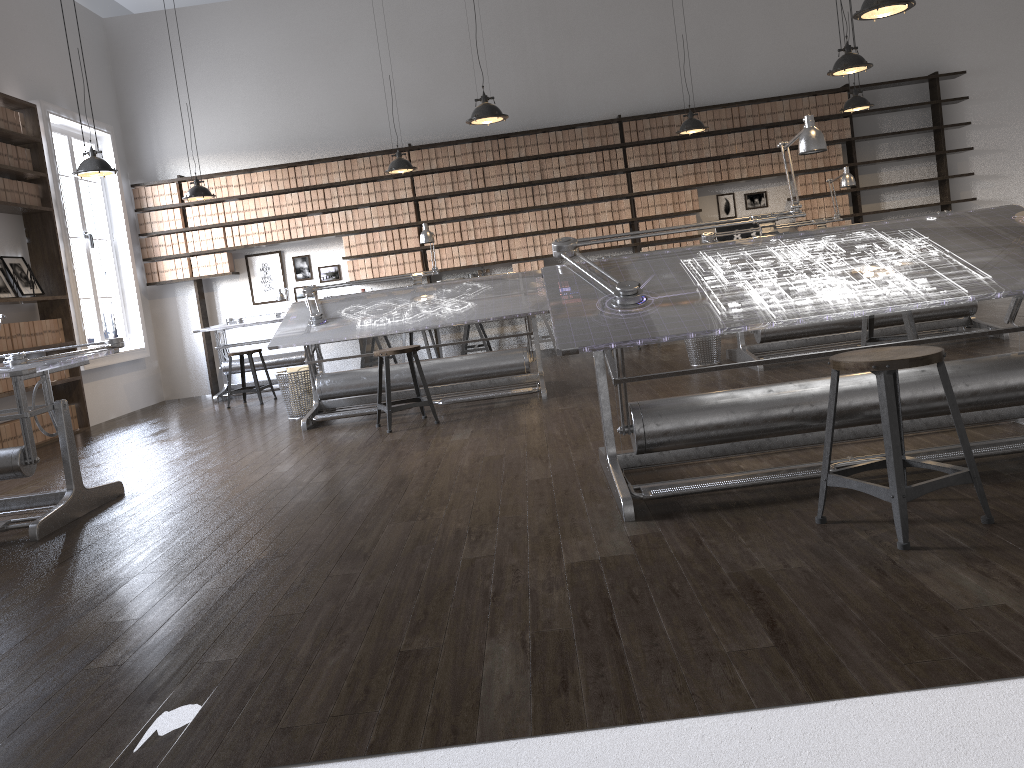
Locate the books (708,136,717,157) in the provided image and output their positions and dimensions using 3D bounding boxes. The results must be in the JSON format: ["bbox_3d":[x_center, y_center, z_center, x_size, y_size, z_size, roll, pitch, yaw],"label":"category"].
[{"bbox_3d":[2.192,-2.597,9.732,0.067,0.225,0.175,-7,5,2],"label":"books"}]

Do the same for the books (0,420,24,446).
[{"bbox_3d":[-4.119,0.422,7.308,0.174,0.225,0.067,-7,4,1],"label":"books"}]

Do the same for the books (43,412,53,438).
[{"bbox_3d":[-4.113,0.371,7.716,0.174,0.225,0.067,-7,4,1],"label":"books"}]

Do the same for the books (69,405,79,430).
[{"bbox_3d":[-4.106,0.317,8.153,0.174,0.225,0.067,-7,4,1],"label":"books"}]

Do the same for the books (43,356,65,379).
[{"bbox_3d":[-4.172,-0.147,8.039,0.174,0.225,0.067,-7,4,1],"label":"books"}]

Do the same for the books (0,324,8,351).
[{"bbox_3d":[-4.223,-0.364,7.202,0.174,0.225,0.067,-7,4,1],"label":"books"}]

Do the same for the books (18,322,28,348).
[{"bbox_3d":[-4.217,-0.401,7.498,0.174,0.225,0.067,-7,4,1],"label":"books"}]

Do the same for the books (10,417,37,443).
[{"bbox_3d":[-4.112,0.404,7.448,0.174,0.225,0.067,-7,4,1],"label":"books"}]

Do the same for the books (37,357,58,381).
[{"bbox_3d":[-4.168,-0.131,7.900,0.174,0.225,0.067,-7,4,1],"label":"books"}]

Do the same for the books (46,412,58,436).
[{"bbox_3d":[-4.112,0.363,7.787,0.174,0.225,0.067,-7,4,1],"label":"books"}]

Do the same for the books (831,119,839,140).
[{"bbox_3d":[3.515,-2.770,9.702,0.067,0.225,0.175,-7,5,2],"label":"books"}]

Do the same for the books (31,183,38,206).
[{"bbox_3d":[-4.374,-1.677,7.949,0.174,0.225,0.067,-7,4,1],"label":"books"}]

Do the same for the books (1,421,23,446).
[{"bbox_3d":[-4.113,0.430,7.238,0.174,0.225,0.067,-7,4,1],"label":"books"}]

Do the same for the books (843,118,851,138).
[{"bbox_3d":[3.643,-2.787,9.702,0.066,0.225,0.175,-7,5,2],"label":"books"}]

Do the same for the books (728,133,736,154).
[{"bbox_3d":[2.400,-2.625,9.729,0.066,0.225,0.175,-7,5,2],"label":"books"}]

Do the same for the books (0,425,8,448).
[{"bbox_3d":[-4.117,0.455,7.037,0.174,0.225,0.067,-7,4,1],"label":"books"}]

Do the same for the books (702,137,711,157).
[{"bbox_3d":[2.120,-2.588,9.735,0.066,0.225,0.175,-7,5,2],"label":"books"}]

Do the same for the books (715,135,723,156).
[{"bbox_3d":[2.261,-2.607,9.734,0.066,0.225,0.175,-7,5,2],"label":"books"}]

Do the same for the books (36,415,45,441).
[{"bbox_3d":[-4.113,0.388,7.583,0.174,0.225,0.067,-7,4,1],"label":"books"}]

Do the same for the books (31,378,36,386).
[{"bbox_3d":[-4.179,-0.088,7.559,0.174,0.225,0.067,-7,4,1],"label":"books"}]

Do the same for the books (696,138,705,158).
[{"bbox_3d":[2.057,-2.580,9.738,0.066,0.225,0.175,-7,5,2],"label":"books"}]

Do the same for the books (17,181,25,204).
[{"bbox_3d":[-4.376,-1.653,7.748,0.174,0.225,0.067,-7,4,1],"label":"books"}]

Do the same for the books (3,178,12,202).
[{"bbox_3d":[-4.376,-1.627,7.538,0.174,0.225,0.067,-7,4,1],"label":"books"}]

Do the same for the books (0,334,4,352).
[{"bbox_3d":[-4.219,-0.357,7.139,0.174,0.225,0.067,-7,4,1],"label":"books"}]

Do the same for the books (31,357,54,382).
[{"bbox_3d":[-4.173,-0.122,7.834,0.174,0.225,0.067,-7,4,1],"label":"books"}]

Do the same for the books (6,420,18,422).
[{"bbox_3d":[-4.116,0.413,7.377,0.174,0.225,0.067,-7,4,1],"label":"books"}]

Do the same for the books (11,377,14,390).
[{"bbox_3d":[-4.180,-0.054,7.282,0.174,0.225,0.067,-7,4,1],"label":"books"}]

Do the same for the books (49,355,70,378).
[{"bbox_3d":[-4.167,-0.157,8.109,0.174,0.225,0.067,-7,4,1],"label":"books"}]

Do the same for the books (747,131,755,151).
[{"bbox_3d":[2.606,-2.652,9.726,0.066,0.225,0.175,-7,5,2],"label":"books"}]

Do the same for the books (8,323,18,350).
[{"bbox_3d":[-4.218,-0.383,7.352,0.174,0.225,0.067,-7,4,1],"label":"books"}]

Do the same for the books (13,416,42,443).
[{"bbox_3d":[-4.113,0.395,7.520,0.174,0.225,0.067,-7,4,1],"label":"books"}]

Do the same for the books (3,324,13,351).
[{"bbox_3d":[-4.224,-0.373,7.278,0.174,0.225,0.067,-7,4,1],"label":"books"}]

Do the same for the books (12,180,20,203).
[{"bbox_3d":[-4.380,-1.643,7.678,0.174,0.225,0.067,-7,4,1],"label":"books"}]

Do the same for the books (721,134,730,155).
[{"bbox_3d":[2.330,-2.616,9.734,0.066,0.225,0.175,-7,5,2],"label":"books"}]

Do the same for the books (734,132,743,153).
[{"bbox_3d":[2.471,-2.634,9.724,0.066,0.225,0.175,-7,5,2],"label":"books"}]

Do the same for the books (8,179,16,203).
[{"bbox_3d":[-4.379,-1.635,7.609,0.174,0.225,0.067,-7,4,1],"label":"books"}]

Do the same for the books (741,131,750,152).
[{"bbox_3d":[2.543,-2.643,9.723,0.067,0.225,0.175,-7,5,2],"label":"books"}]

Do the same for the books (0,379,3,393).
[{"bbox_3d":[-4.181,-0.028,7.068,0.174,0.225,0.067,-7,4,1],"label":"books"}]

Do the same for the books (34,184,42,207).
[{"bbox_3d":[-4.374,-1.686,8.019,0.174,0.225,0.067,-7,4,1],"label":"books"}]

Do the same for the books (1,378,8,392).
[{"bbox_3d":[-4.184,-0.036,7.138,0.174,0.225,0.067,-7,4,1],"label":"books"}]

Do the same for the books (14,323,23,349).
[{"bbox_3d":[-4.222,-0.392,7.427,0.174,0.225,0.067,-7,4,1],"label":"books"}]

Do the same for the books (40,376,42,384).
[{"bbox_3d":[-4.172,-0.106,7.699,0.174,0.225,0.067,-7,4,1],"label":"books"}]

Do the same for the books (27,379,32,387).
[{"bbox_3d":[-4.176,-0.080,7.490,0.174,0.225,0.067,-7,4,1],"label":"books"}]

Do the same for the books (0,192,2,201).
[{"bbox_3d":[-4.381,-1.610,7.404,0.174,0.225,0.067,-7,4,1],"label":"books"}]

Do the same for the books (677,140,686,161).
[{"bbox_3d":[1.854,-2.554,9.744,0.066,0.225,0.175,-7,5,2],"label":"books"}]

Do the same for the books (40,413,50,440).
[{"bbox_3d":[-4.108,0.379,7.649,0.174,0.225,0.067,-7,4,1],"label":"books"}]

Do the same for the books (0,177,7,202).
[{"bbox_3d":[-4.379,-1.618,7.466,0.174,0.225,0.067,-7,4,1],"label":"books"}]

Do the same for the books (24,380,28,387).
[{"bbox_3d":[-4.174,-0.071,7.417,0.174,0.225,0.067,-7,4,1],"label":"books"}]

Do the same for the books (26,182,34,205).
[{"bbox_3d":[-4.370,-1.670,7.886,0.174,0.225,0.067,-7,4,1],"label":"books"}]

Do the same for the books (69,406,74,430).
[{"bbox_3d":[-4.109,0.327,8.077,0.174,0.225,0.067,-7,4,1],"label":"books"}]

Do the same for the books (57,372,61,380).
[{"bbox_3d":[-4.173,-0.139,7.968,0.174,0.225,0.067,-7,4,1],"label":"books"}]

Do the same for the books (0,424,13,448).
[{"bbox_3d":[-4.118,0.446,7.109,0.174,0.225,0.067,-7,4,1],"label":"books"}]

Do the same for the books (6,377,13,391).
[{"bbox_3d":[-4.182,-0.045,7.208,0.174,0.225,0.067,-7,4,1],"label":"books"}]

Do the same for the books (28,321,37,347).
[{"bbox_3d":[-4.219,-0.418,7.639,0.174,0.225,0.067,-7,4,1],"label":"books"}]

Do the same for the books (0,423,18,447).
[{"bbox_3d":[-4.119,0.439,7.172,0.174,0.225,0.067,-7,4,1],"label":"books"}]

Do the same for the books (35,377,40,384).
[{"bbox_3d":[-4.176,-0.097,7.629,0.174,0.225,0.067,-7,4,1],"label":"books"}]

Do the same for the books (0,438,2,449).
[{"bbox_3d":[-4.120,0.464,6.962,0.174,0.225,0.067,-7,4,1],"label":"books"}]

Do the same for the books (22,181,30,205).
[{"bbox_3d":[-4.371,-1.662,7.820,0.174,0.225,0.067,-7,4,1],"label":"books"}]

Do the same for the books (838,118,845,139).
[{"bbox_3d":[3.581,-2.779,9.705,0.066,0.225,0.175,-7,5,2],"label":"books"}]

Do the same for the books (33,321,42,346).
[{"bbox_3d":[-4.212,-0.427,7.706,0.174,0.225,0.067,-7,4,1],"label":"books"}]
